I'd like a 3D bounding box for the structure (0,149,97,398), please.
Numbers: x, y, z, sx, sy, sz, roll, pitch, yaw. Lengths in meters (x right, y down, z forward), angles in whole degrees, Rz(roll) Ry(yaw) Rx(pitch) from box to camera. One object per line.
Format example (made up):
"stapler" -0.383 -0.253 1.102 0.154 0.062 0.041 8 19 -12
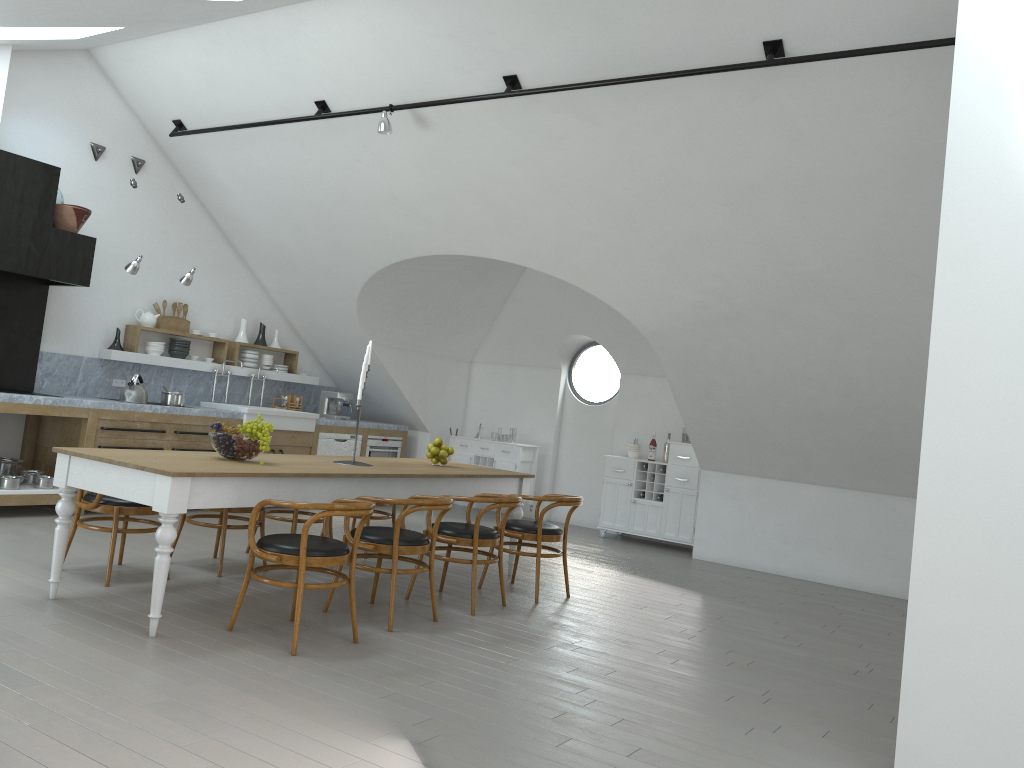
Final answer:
"structure" -4.190 -0.890 7.331 0.781 1.888 1.072 4 -4 33

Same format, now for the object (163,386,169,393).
"object" -3.280 0.108 8.483 0.236 0.167 0.051 5 -4 28

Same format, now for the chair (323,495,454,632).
"chair" -0.679 0.991 5.132 0.622 0.736 0.526 5 -4 33

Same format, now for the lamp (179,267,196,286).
"lamp" -3.014 -0.999 8.261 0.169 0.177 0.112 5 -3 25

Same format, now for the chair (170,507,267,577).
"chair" -1.997 0.871 6.044 0.622 0.736 0.526 5 -4 30

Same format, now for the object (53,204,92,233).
"object" -3.809 -1.399 7.581 0.347 0.237 0.366 9 -3 -40

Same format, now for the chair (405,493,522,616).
"chair" -0.277 1.058 5.733 0.622 0.736 0.526 5 -3 28

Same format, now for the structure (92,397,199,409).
"structure" -3.437 0.199 8.326 0.648 0.041 0.735 5 -2 33

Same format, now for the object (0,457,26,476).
"object" -4.415 0.703 7.563 0.455 0.197 0.268 7 -3 -23

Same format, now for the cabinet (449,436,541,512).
"cabinet" -0.272 1.086 10.835 1.136 0.791 0.495 5 -4 33

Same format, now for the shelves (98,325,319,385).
"shelves" -3.695 -0.907 8.339 0.480 1.364 5.535 5 -3 27

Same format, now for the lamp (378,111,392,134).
"lamp" -0.973 -2.022 6.851 0.112 0.175 0.114 7 -3 -4

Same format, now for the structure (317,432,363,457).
"structure" -2.208 0.946 10.103 0.599 0.824 0.722 5 -4 33

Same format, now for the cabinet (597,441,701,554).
"cabinet" 1.619 1.201 9.844 1.244 1.156 0.608 5 -4 33

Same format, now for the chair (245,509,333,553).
"chair" -1.659 0.932 6.687 0.622 0.736 0.526 4 -4 36

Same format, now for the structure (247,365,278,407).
"structure" -2.710 0.057 9.772 0.333 0.531 0.213 6 -3 13

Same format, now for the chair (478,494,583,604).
"chair" 0.167 1.128 6.301 0.622 0.736 0.526 4 -4 36

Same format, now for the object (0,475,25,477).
"object" -4.081 0.761 7.191 0.041 0.045 0.246 5 -3 32

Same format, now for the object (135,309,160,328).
"object" -3.612 -0.644 8.779 0.174 0.169 0.167 6 -3 16

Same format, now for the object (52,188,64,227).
"object" -4.059 -1.556 7.782 0.230 0.504 0.230 7 -3 -16

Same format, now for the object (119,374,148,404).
"object" -3.457 0.037 8.130 0.246 0.268 0.245 4 -4 43

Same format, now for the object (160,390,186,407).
"object" -3.213 0.144 8.530 0.232 0.170 0.393 6 -2 13

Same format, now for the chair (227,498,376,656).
"chair" -1.033 0.929 4.501 0.622 0.736 0.526 4 -4 36

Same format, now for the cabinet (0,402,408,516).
"cabinet" -3.443 0.763 8.468 1.005 1.024 6.411 5 -3 33

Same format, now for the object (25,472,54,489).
"object" -3.862 0.795 7.272 0.261 0.113 0.153 5 -3 32

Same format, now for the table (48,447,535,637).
"table" -1.183 0.922 5.838 1.019 0.800 3.340 5 -3 33

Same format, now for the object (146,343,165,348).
"object" -3.561 -0.360 8.837 0.180 0.069 0.181 8 -3 -40

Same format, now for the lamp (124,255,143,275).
"lamp" -3.326 -1.047 7.779 0.115 0.178 0.164 9 -4 -39

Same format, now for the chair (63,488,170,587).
"chair" -2.435 0.802 5.470 0.622 0.736 0.526 5 -4 33

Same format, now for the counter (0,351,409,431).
"counter" -3.329 -0.046 8.594 0.962 0.621 6.558 5 -3 33

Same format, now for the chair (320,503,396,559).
"chair" -1.264 0.998 7.287 0.622 0.736 0.526 5 -3 29

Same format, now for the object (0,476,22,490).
"object" -4.006 0.769 7.008 0.261 0.113 0.153 6 -3 22

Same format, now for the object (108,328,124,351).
"object" -3.789 -0.431 8.511 0.156 0.219 0.155 6 -3 14

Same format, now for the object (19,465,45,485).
"object" -4.035 0.772 7.442 0.181 0.134 0.309 8 -3 -33

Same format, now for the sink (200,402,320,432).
"sink" -2.659 0.353 9.364 0.728 0.202 1.018 5 -2 33

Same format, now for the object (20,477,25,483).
"object" -4.206 0.751 7.186 0.508 0.052 0.263 6 -2 10

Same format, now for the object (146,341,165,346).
"object" -3.557 -0.389 8.840 0.180 0.076 0.181 7 -2 -20

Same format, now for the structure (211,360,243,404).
"structure" -2.971 0.013 9.363 0.333 0.531 0.213 6 -3 13

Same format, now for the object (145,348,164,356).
"object" -3.567 -0.315 8.832 0.181 0.064 0.181 8 -3 -35

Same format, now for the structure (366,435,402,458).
"structure" -1.790 0.919 10.739 0.631 0.638 0.630 5 -3 33

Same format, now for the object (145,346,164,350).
"object" -3.565 -0.337 8.833 0.181 0.065 0.181 7 -2 -20
